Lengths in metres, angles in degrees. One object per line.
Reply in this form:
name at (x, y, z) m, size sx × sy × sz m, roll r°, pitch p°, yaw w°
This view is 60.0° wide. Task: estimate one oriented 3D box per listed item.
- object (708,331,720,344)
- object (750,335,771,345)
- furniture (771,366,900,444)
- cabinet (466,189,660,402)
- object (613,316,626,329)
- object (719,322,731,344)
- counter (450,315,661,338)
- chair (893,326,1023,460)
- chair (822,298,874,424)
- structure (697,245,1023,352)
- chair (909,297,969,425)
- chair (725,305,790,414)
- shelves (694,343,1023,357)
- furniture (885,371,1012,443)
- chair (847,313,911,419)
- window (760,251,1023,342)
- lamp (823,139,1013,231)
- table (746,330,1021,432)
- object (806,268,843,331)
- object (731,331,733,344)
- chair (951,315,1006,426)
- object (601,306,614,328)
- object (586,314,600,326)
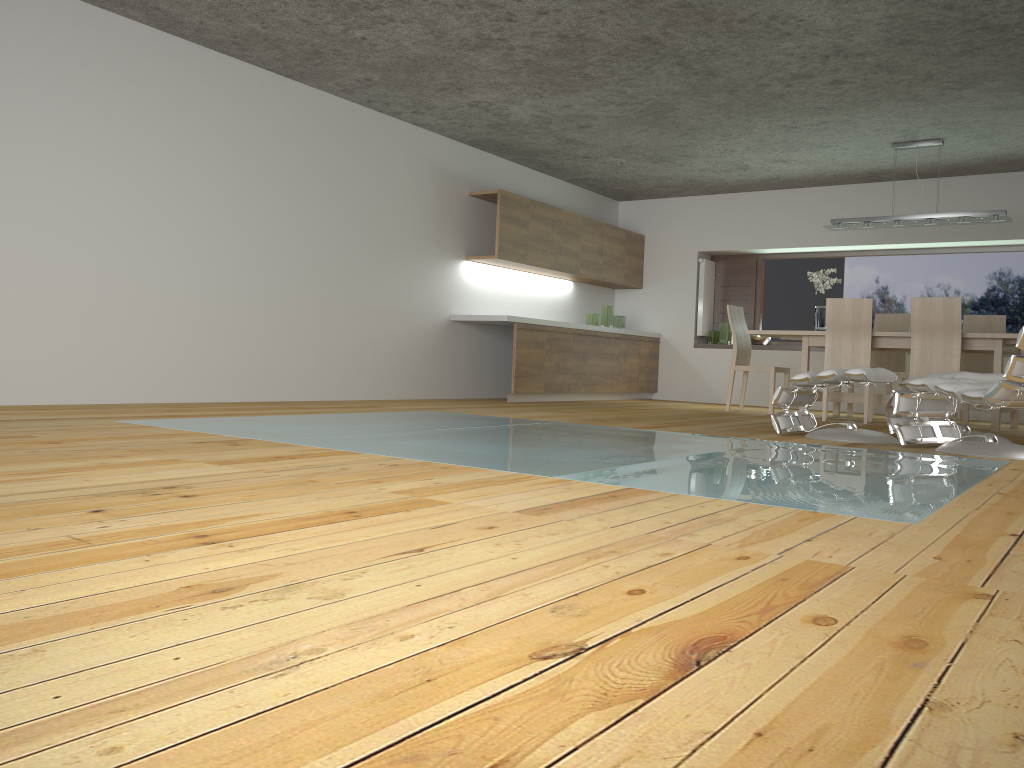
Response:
object at (2.408, -0.551, 10.541) m, size 0.112 × 0.160 × 0.111 m, roll 2°, pitch 0°, yaw -16°
object at (2.865, -0.512, 10.248) m, size 0.247 × 0.137 × 0.247 m, roll 2°, pitch 1°, yaw -21°
furniture at (2.002, 0.110, 5.378) m, size 0.686 × 0.439 × 0.569 m, roll 3°, pitch 1°, yaw 41°
cabinet at (0.676, -0.836, 9.666) m, size 0.656 × 2.004 × 3.090 m, roll 2°, pitch 1°, yaw 34°
object at (1.225, -0.701, 10.173) m, size 0.111 × 0.160 × 0.112 m, roll 2°, pitch 0°, yaw -31°
object at (2.502, -0.592, 10.405) m, size 0.099 × 0.259 × 0.099 m, roll 2°, pitch 0°, yaw 39°
counter at (0.610, -0.607, 9.587) m, size 0.653 × 0.054 × 3.283 m, roll 3°, pitch 2°, yaw 34°
chair at (2.569, -0.113, 4.670) m, size 0.569 × 0.969 × 0.914 m, roll 2°, pitch 0°, yaw -31°
chair at (2.827, -0.193, 7.454) m, size 0.404 × 1.017 × 0.506 m, roll 2°, pitch 0°, yaw 23°
structure at (4.309, -0.875, 9.320) m, size 4.878 × 1.154 × 0.525 m, roll 3°, pitch 0°, yaw 34°
chair at (3.371, -0.158, 7.009) m, size 0.404 × 1.017 × 0.506 m, roll 2°, pitch 0°, yaw 34°
chair at (2.344, -0.239, 8.482) m, size 0.506 × 1.017 × 0.404 m, roll 3°, pitch 0°, yaw 37°
shelves at (4.274, -0.332, 9.298) m, size 4.873 × 0.054 × 0.403 m, roll 3°, pitch 2°, yaw 34°
furniture at (2.848, 0.140, 5.659) m, size 0.569 × 0.439 × 0.686 m, roll 2°, pitch 1°, yaw -20°
chair at (3.556, -0.187, 8.537) m, size 0.506 × 1.017 × 0.404 m, roll 2°, pitch 0°, yaw -45°
window at (4.675, -0.890, 9.329) m, size 4.189 × 0.978 × 0.012 m, roll 3°, pitch 0°, yaw 34°
lamp at (3.539, -1.752, 7.764) m, size 1.491 × 0.719 × 0.290 m, roll 3°, pitch 0°, yaw 34°
table at (3.440, -0.042, 7.678) m, size 2.502 × 0.756 × 1.199 m, roll 3°, pitch 1°, yaw 37°
object at (2.860, -0.762, 8.139) m, size 0.304 × 0.608 × 0.302 m, roll 3°, pitch 0°, yaw 38°
object at (2.645, -0.539, 10.464) m, size 0.111 × 0.160 × 0.112 m, roll 3°, pitch 0°, yaw 19°
chair at (4.321, -0.145, 8.182) m, size 0.404 × 1.017 × 0.506 m, roll 2°, pitch 0°, yaw 33°
object at (1.080, -0.752, 10.043) m, size 0.099 × 0.259 × 0.099 m, roll 3°, pitch 0°, yaw -31°
object at (0.910, -0.710, 9.974) m, size 0.112 × 0.160 × 0.111 m, roll 2°, pitch 0°, yaw -31°
